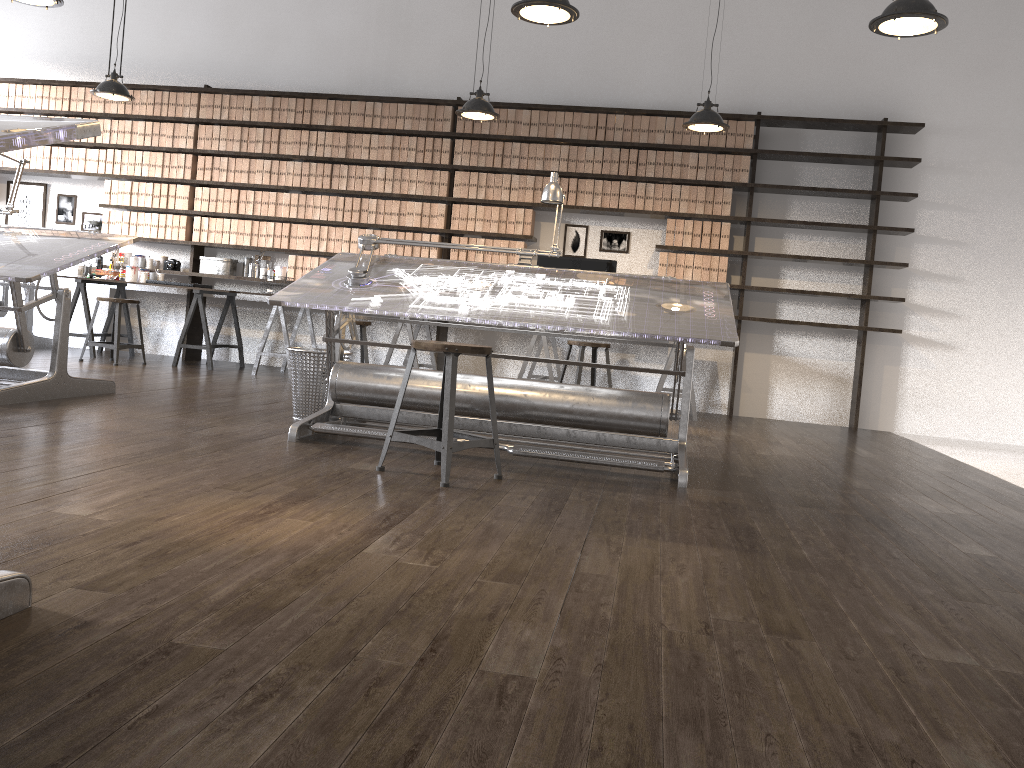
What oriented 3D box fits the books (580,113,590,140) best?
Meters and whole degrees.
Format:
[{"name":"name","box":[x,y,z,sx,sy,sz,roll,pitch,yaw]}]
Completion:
[{"name":"books","box":[0.613,-2.135,7.408,0.067,0.225,0.175,5,2,9]}]

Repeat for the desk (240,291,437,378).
[{"name":"desk","box":[-1.353,-0.350,7.354,1.669,0.669,0.656,6,3,9]}]

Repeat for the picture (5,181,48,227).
[{"name":"picture","box":[-4.629,-1.633,8.429,0.415,0.574,0.040,5,1,9]}]

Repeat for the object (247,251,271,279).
[{"name":"object","box":[-2.266,-1.079,7.918,0.181,0.271,0.157,5,2,-7]}]

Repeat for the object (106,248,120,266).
[{"name":"object","box":[-3.637,-1.164,8.067,0.107,0.176,0.108,5,2,11]}]

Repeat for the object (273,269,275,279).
[{"name":"object","box":[-2.105,-0.973,7.887,0.045,0.101,0.044,5,2,12]}]

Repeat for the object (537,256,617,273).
[{"name":"object","box":[0.509,-0.763,7.176,0.643,0.517,0.204,6,2,9]}]

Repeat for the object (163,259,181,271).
[{"name":"object","box":[-3.081,-1.077,8.003,0.171,0.108,0.091,6,2,9]}]

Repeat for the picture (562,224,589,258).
[{"name":"picture","box":[0.544,-1.223,7.594,0.201,0.284,0.022,5,1,9]}]

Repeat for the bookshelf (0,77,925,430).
[{"name":"bookshelf","box":[-1.407,-0.944,7.832,9.183,3.204,0.373,6,1,9]}]

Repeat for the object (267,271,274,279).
[{"name":"object","box":[-2.115,-0.971,7.894,0.062,0.093,0.181,6,4,23]}]

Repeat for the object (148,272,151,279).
[{"name":"object","box":[-3.230,-0.941,7.859,0.045,0.101,0.044,5,2,9]}]

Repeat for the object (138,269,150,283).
[{"name":"object","box":[-3.285,-0.962,7.900,0.095,0.128,0.094,6,2,13]}]

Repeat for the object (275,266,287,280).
[{"name":"object","box":[-2.050,-0.978,7.843,0.095,0.128,0.094,6,2,16]}]

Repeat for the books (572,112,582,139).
[{"name":"books","box":[0.550,-2.141,7.414,0.067,0.225,0.175,5,2,9]}]

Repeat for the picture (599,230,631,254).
[{"name":"picture","box":[0.875,-1.210,7.538,0.251,0.183,0.023,6,1,9]}]

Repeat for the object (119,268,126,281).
[{"name":"object","box":[-3.422,-0.957,7.774,0.049,0.112,0.049,5,2,6]}]

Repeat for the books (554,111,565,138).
[{"name":"books","box":[0.408,-2.155,7.440,0.067,0.225,0.174,5,2,9]}]

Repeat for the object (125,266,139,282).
[{"name":"object","box":[-3.349,-0.966,7.802,0.105,0.141,0.104,5,2,2]}]

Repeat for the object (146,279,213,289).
[{"name":"object","box":[-2.805,-0.841,7.473,0.446,0.033,0.312,6,4,9]}]

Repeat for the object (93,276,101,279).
[{"name":"object","box":[-3.576,-0.918,7.639,0.172,0.017,0.011,9,4,41]}]

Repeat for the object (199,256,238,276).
[{"name":"object","box":[-2.643,-1.056,7.970,0.317,0.152,0.193,6,3,9]}]

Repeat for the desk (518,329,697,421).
[{"name":"desk","box":[0.752,-0.137,7.010,1.669,0.669,0.656,6,3,9]}]

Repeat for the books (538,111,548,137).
[{"name":"books","box":[0.272,-2.169,7.465,0.067,0.225,0.175,5,2,9]}]

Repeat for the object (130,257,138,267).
[{"name":"object","box":[-3.430,-1.102,8.035,0.062,0.094,0.062,5,2,-5]}]

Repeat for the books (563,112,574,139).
[{"name":"books","box":[0.479,-2.148,7.425,0.067,0.225,0.175,5,2,9]}]

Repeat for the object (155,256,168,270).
[{"name":"object","box":[-3.184,-1.083,8.051,0.107,0.161,0.237,4,3,-25]}]

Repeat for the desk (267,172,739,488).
[{"name":"desk","box":[0.008,-0.372,4.319,2.070,1.385,1.077,6,2,9]}]

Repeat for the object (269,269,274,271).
[{"name":"object","box":[-2.154,-0.979,7.917,0.062,0.093,0.063,4,2,-29]}]

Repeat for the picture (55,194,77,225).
[{"name":"picture","box":[-4.212,-1.649,8.371,0.201,0.284,0.022,5,1,9]}]

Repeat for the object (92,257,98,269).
[{"name":"object","box":[-3.717,-1.055,7.856,0.069,0.237,0.068,5,1,6]}]

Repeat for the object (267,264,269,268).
[{"name":"object","box":[-2.150,-0.998,7.844,0.041,0.125,0.008,5,1,-2]}]

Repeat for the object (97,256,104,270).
[{"name":"object","box":[-3.704,-1.056,7.939,0.069,0.229,0.068,5,1,6]}]

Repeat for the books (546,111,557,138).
[{"name":"books","box":[0.340,-2.162,7.455,0.067,0.225,0.174,5,2,9]}]

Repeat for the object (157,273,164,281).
[{"name":"object","box":[-3.125,-0.933,7.872,0.062,0.094,0.062,4,2,-32]}]

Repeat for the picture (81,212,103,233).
[{"name":"picture","box":[-3.928,-1.518,8.324,0.251,0.183,0.023,6,1,9]}]

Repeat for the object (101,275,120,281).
[{"name":"object","box":[-3.466,-0.919,7.630,0.197,0.050,0.132,8,5,38]}]

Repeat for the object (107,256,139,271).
[{"name":"object","box":[-3.465,-1.077,7.952,0.077,0.146,0.344,6,4,32]}]

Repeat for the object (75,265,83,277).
[{"name":"object","box":[-3.805,-0.992,7.785,0.068,0.104,0.068,6,2,14]}]

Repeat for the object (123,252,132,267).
[{"name":"object","box":[-3.525,-1.140,8.124,0.070,0.130,0.070,3,3,-43]}]

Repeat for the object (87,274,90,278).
[{"name":"object","box":[-3.691,-0.945,7.752,0.049,0.037,0.049,5,3,6]}]

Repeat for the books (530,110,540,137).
[{"name":"books","box":[0.202,-2.176,7.472,0.067,0.225,0.175,5,2,9]}]

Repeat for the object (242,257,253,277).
[{"name":"object","box":[-2.397,-1.049,8.019,0.079,0.188,0.079,5,2,-12]}]

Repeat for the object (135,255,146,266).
[{"name":"object","box":[-3.425,-1.123,8.147,0.095,0.128,0.094,7,3,39]}]

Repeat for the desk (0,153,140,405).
[{"name":"desk","box":[-3.287,-0.706,4.857,2.281,1.385,1.077,6,2,9]}]

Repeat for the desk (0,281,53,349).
[{"name":"desk","box":[-4.679,-0.905,7.865,1.269,1.096,1.072,6,3,9]}]

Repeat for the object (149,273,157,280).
[{"name":"object","box":[-3.179,-0.934,7.832,0.062,0.093,0.063,4,2,-32]}]

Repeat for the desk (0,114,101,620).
[{"name":"desk","box":[-1.797,-0.320,1.385,2.070,1.385,1.077,6,2,9]}]

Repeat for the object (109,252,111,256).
[{"name":"object","box":[-3.542,-1.099,7.835,0.071,0.186,0.008,5,1,10]}]

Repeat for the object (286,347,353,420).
[{"name":"object","box":[-1.053,0.004,4.785,0.354,0.377,0.353,7,3,31]}]

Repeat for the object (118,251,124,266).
[{"name":"object","box":[-3.594,-1.148,8.133,0.050,0.139,0.051,5,2,7]}]

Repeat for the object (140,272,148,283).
[{"name":"object","box":[-3.240,-0.938,7.798,0.062,0.094,0.062,3,3,-41]}]

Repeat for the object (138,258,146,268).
[{"name":"object","box":[-3.360,-1.096,8.039,0.062,0.093,0.063,5,2,-5]}]

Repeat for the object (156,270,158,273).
[{"name":"object","box":[-3.185,-0.961,7.905,0.036,0.117,0.005,5,1,4]}]

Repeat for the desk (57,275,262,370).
[{"name":"desk","box":[-3.087,-0.526,7.637,1.669,0.669,0.656,6,3,9]}]

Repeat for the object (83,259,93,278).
[{"name":"object","box":[-3.729,-1.047,7.785,0.069,0.229,0.068,5,1,6]}]

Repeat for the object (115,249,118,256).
[{"name":"object","box":[-3.521,-1.104,7.836,0.055,0.192,0.006,5,1,8]}]

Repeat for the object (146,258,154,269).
[{"name":"object","box":[-3.295,-1.091,8.051,0.062,0.094,0.062,5,2,-5]}]

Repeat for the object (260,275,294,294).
[{"name":"object","box":[-2.005,-0.839,7.556,0.204,0.160,0.284,6,3,9]}]
